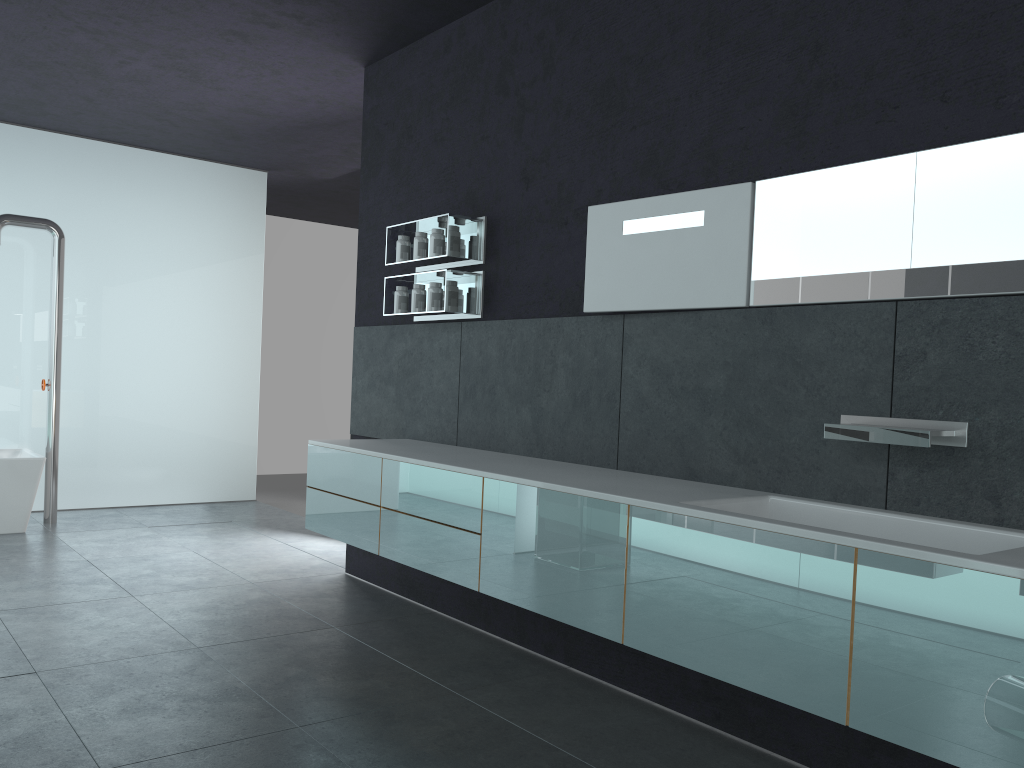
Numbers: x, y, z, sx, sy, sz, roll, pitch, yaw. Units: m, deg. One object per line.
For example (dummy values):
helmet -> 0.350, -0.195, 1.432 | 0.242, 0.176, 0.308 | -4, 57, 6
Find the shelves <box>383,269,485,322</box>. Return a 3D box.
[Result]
shelves -> -0.508, -0.556, 5.586 | 0.265, 0.285, 0.769 | 2, 1, -38

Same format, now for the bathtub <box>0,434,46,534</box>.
bathtub -> -5.180, 0.834, 7.587 | 1.978, 0.859, 0.959 | 2, 1, -38

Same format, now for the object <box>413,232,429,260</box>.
object -> -0.575, -0.864, 5.601 | 0.096, 0.184, 0.067 | 2, 1, -29

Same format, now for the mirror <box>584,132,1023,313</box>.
mirror -> 1.587, -0.571, 3.057 | 0.109, 0.533, 3.719 | 1, 1, -39

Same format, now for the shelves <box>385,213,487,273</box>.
shelves -> -0.494, -0.883, 5.578 | 0.265, 0.285, 0.769 | 2, 1, -38

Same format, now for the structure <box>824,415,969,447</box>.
structure -> 1.355, 0.167, 3.198 | 0.186, 0.088, 0.482 | 2, 0, -38

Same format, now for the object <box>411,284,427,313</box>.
object -> -0.589, -0.536, 5.609 | 0.096, 0.184, 0.067 | 2, 1, -29

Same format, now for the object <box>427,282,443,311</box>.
object -> -0.473, -0.531, 5.460 | 0.096, 0.184, 0.067 | 1, 2, -40

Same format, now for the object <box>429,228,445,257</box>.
object -> -0.459, -0.858, 5.452 | 0.096, 0.184, 0.067 | 1, 2, -40

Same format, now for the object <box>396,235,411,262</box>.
object -> -0.706, -0.870, 5.770 | 0.067, 0.184, 0.096 | 4, 2, 44

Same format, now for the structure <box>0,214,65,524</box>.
structure -> -4.461, -0.090, 8.090 | 0.643, 2.873, 0.123 | 1, 2, -38

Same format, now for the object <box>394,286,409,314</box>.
object -> -0.720, -0.542, 5.778 | 0.067, 0.184, 0.096 | 4, 2, 44

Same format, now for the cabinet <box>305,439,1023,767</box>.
cabinet -> 0.718, 0.717, 3.567 | 0.734, 0.557, 5.579 | 2, 0, -38
